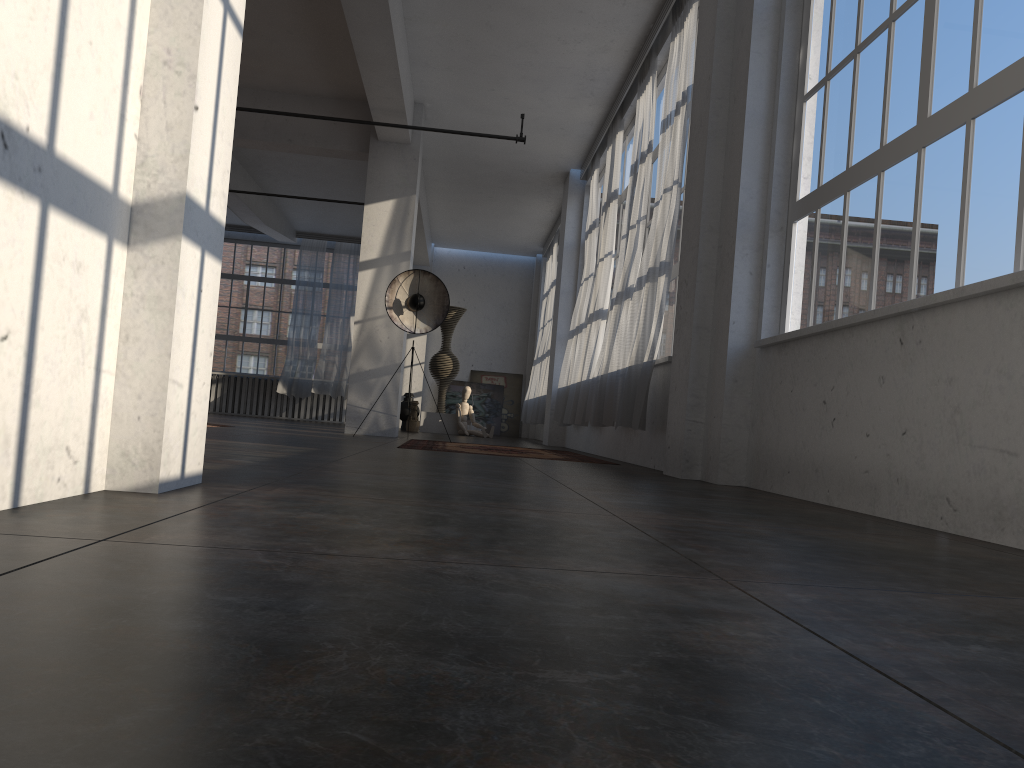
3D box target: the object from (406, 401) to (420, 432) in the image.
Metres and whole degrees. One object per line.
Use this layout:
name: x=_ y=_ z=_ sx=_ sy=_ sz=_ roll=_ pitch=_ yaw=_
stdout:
object: x=-1.707 y=0.590 z=15.337 sx=0.236 sy=0.600 sz=0.223 roll=4 pitch=-2 yaw=23

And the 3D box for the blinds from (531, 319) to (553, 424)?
blinds: x=0.697 y=-1.145 z=14.941 sx=0.362 sy=3.673 sz=1.028 roll=5 pitch=-2 yaw=-5

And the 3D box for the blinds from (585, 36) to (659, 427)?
blinds: x=1.085 y=-1.422 z=8.511 sx=0.341 sy=3.695 sz=1.030 roll=5 pitch=-2 yaw=-7

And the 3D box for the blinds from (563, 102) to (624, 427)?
blinds: x=0.980 y=-1.342 z=10.201 sx=0.362 sy=3.673 sz=1.028 roll=5 pitch=-2 yaw=-5

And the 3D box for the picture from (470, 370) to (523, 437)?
picture: x=-0.376 y=0.427 z=19.304 sx=1.152 sy=1.386 sz=0.252 roll=5 pitch=-2 yaw=-6

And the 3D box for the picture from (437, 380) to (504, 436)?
picture: x=-0.910 y=0.505 z=19.144 sx=1.440 sy=1.141 sz=0.303 roll=5 pitch=-2 yaw=-8

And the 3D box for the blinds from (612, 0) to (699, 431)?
blinds: x=1.182 y=-1.483 z=7.151 sx=0.344 sy=3.749 sz=1.024 roll=5 pitch=-2 yaw=-6

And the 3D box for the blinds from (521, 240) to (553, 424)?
blinds: x=0.528 y=-1.053 z=17.457 sx=0.341 sy=3.695 sz=1.030 roll=5 pitch=-2 yaw=-7

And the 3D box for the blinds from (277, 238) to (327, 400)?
blinds: x=-4.350 y=-1.437 z=18.533 sx=0.695 sy=3.557 sz=0.873 roll=5 pitch=-2 yaw=-5

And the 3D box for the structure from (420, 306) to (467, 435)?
structure: x=-1.243 y=-0.241 z=16.266 sx=0.679 sy=2.325 sz=0.747 roll=5 pitch=-2 yaw=-5

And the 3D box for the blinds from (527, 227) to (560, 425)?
blinds: x=0.617 y=-1.091 z=16.274 sx=0.316 sy=3.711 sz=1.021 roll=5 pitch=-2 yaw=-5

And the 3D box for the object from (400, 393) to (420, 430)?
object: x=-1.910 y=0.510 z=16.185 sx=0.452 sy=0.693 sz=0.433 roll=6 pitch=-2 yaw=-40

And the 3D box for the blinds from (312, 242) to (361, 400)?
blinds: x=-3.440 y=-1.402 z=18.491 sx=1.061 sy=3.499 sz=0.996 roll=5 pitch=-2 yaw=-4

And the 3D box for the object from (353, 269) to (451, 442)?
object: x=-1.121 y=-0.324 z=10.006 sx=1.060 sy=1.918 sz=1.176 roll=5 pitch=-2 yaw=-5

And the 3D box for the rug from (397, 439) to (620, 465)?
rug: x=-0.126 y=0.642 z=8.623 sx=1.823 sy=0.009 sz=3.117 roll=5 pitch=-3 yaw=-5

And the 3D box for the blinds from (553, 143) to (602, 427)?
blinds: x=0.910 y=-1.279 z=11.697 sx=0.316 sy=3.711 sz=1.021 roll=5 pitch=-2 yaw=-5

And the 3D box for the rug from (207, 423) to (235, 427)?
rug: x=-3.786 y=0.306 z=7.926 sx=1.862 sy=0.029 sz=2.875 roll=5 pitch=-3 yaw=-4
